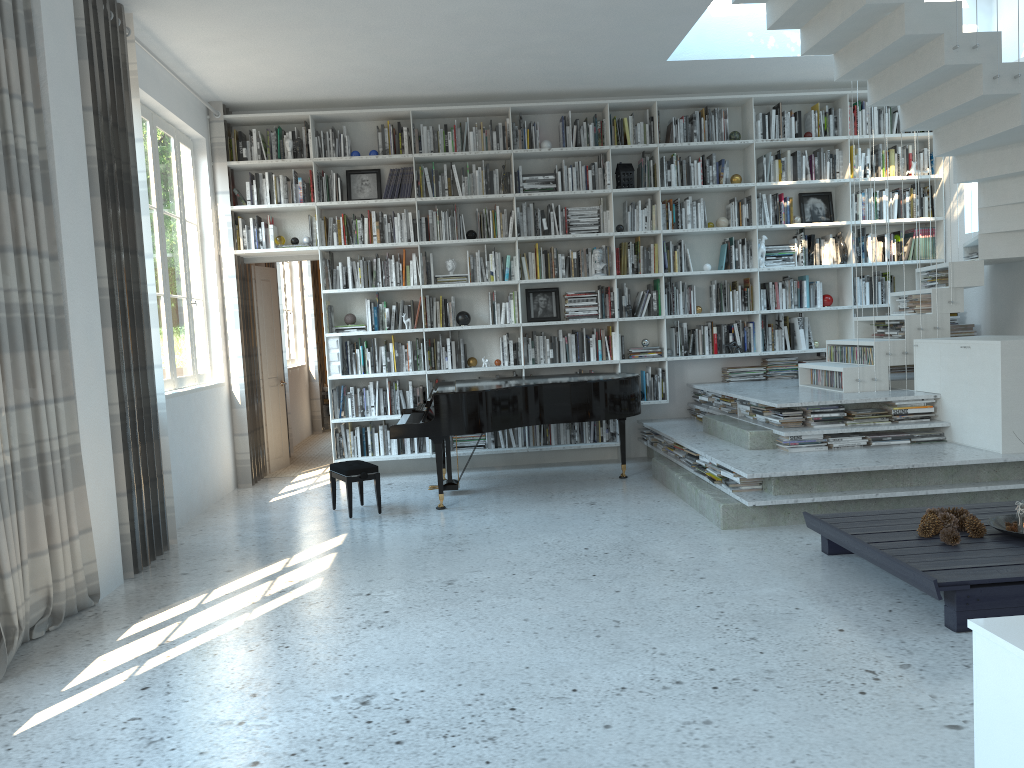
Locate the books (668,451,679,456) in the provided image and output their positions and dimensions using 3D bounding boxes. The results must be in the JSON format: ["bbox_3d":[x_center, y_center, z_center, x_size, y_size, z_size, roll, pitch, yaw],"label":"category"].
[{"bbox_3d":[1.326,0.543,6.966,0.157,0.014,0.180,-3,4,-6],"label":"books"}]

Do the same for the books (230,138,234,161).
[{"bbox_3d":[-2.381,-1.980,7.595,0.024,0.228,0.129,-3,4,-3],"label":"books"}]

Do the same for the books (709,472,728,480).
[{"bbox_3d":[1.399,0.589,5.743,0.170,0.006,0.268,-3,4,-3],"label":"books"}]

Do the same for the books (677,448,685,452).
[{"bbox_3d":[1.340,0.485,6.652,0.169,0.009,0.241,-3,4,-3],"label":"books"}]

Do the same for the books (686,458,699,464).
[{"bbox_3d":[1.354,0.546,6.346,0.177,0.011,0.220,-3,4,-1],"label":"books"}]

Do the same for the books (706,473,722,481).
[{"bbox_3d":[1.384,0.596,5.743,0.191,0.006,0.275,-3,4,-1],"label":"books"}]

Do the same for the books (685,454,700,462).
[{"bbox_3d":[1.355,0.527,6.345,0.160,0.025,0.243,-4,4,-8],"label":"books"}]

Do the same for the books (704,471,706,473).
[{"bbox_3d":[1.380,0.582,6.044,0.159,0.009,0.275,-3,4,0],"label":"books"}]

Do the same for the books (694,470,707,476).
[{"bbox_3d":[1.363,0.603,6.044,0.193,0.005,0.224,-4,4,-7],"label":"books"}]

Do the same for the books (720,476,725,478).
[{"bbox_3d":[1.407,0.579,5.743,0.154,0.014,0.196,-3,4,-3],"label":"books"}]

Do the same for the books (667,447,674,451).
[{"bbox_3d":[1.325,0.510,6.964,0.165,0.012,0.204,-3,4,-3],"label":"books"}]

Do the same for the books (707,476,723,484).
[{"bbox_3d":[1.381,0.616,5.744,0.191,0.016,0.208,-3,4,2],"label":"books"}]

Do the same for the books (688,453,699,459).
[{"bbox_3d":[1.365,0.506,6.344,0.142,0.017,0.239,-4,4,-7],"label":"books"}]

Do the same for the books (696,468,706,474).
[{"bbox_3d":[1.378,0.589,6.044,0.171,0.005,0.297,-3,4,-4],"label":"books"}]

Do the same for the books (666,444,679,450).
[{"bbox_3d":[1.319,0.491,6.962,0.159,0.011,0.246,-4,4,-7],"label":"books"}]

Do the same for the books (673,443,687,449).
[{"bbox_3d":[1.328,0.461,6.649,0.179,0.012,0.249,-3,4,-6],"label":"books"}]

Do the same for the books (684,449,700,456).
[{"bbox_3d":[1.350,0.483,6.341,0.170,0.014,0.280,-3,4,-6],"label":"books"}]

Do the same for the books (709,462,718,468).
[{"bbox_3d":[1.393,0.523,5.738,0.175,0.006,0.251,-3,4,-3],"label":"books"}]

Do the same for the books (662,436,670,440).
[{"bbox_3d":[1.299,0.420,6.956,0.193,0.005,0.224,-4,4,-7],"label":"books"}]

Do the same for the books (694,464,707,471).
[{"bbox_3d":[1.367,0.564,6.041,0.189,0.013,0.215,-3,4,-5],"label":"books"}]

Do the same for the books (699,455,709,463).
[{"bbox_3d":[1.382,0.510,6.039,0.141,0.028,0.222,-4,4,-8],"label":"books"}]

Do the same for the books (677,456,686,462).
[{"bbox_3d":[1.337,0.556,6.657,0.161,0.008,0.254,-3,4,2],"label":"books"}]

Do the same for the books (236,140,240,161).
[{"bbox_3d":[-2.318,-1.966,7.584,0.024,0.195,0.167,-3,4,-3],"label":"books"}]

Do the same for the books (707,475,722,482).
[{"bbox_3d":[1.391,0.603,5.744,0.178,0.009,0.276,-3,4,-5],"label":"books"}]

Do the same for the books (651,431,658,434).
[{"bbox_3d":[1.292,0.415,7.577,0.126,0.005,0.290,-4,4,-8],"label":"books"}]

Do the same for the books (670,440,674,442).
[{"bbox_3d":[1.314,0.427,6.957,0.174,0.011,0.227,-3,4,-4],"label":"books"}]

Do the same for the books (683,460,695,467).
[{"bbox_3d":[1.345,0.564,6.347,0.189,0.009,0.290,-3,4,0],"label":"books"}]

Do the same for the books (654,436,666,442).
[{"bbox_3d":[1.291,0.445,7.270,0.180,0.015,0.294,-3,4,-5],"label":"books"}]

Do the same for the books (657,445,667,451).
[{"bbox_3d":[1.295,0.519,7.275,0.177,0.026,0.230,-3,4,0],"label":"books"}]

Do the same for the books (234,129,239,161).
[{"bbox_3d":[-2.339,-2.010,7.576,0.014,0.286,0.175,-3,4,-3],"label":"books"}]

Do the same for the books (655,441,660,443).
[{"bbox_3d":[1.288,0.478,7.581,0.147,0.012,0.206,-4,4,-8],"label":"books"}]

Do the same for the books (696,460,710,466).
[{"bbox_3d":[1.369,0.533,6.039,0.180,0.017,0.182,-3,4,-6],"label":"books"}]

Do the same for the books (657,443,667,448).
[{"bbox_3d":[1.301,0.498,7.274,0.172,0.014,0.220,-3,4,-2],"label":"books"}]

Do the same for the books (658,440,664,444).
[{"bbox_3d":[1.295,0.463,7.271,0.171,0.020,0.193,-3,4,1],"label":"books"}]

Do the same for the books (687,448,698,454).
[{"bbox_3d":[1.364,0.471,6.341,0.157,0.007,0.268,-3,4,-3],"label":"books"}]

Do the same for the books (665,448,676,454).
[{"bbox_3d":[1.321,0.522,6.964,0.159,0.012,0.292,-3,4,-6],"label":"books"}]

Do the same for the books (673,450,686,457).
[{"bbox_3d":[1.333,0.518,6.654,0.182,0.013,0.287,-3,4,-2],"label":"books"}]

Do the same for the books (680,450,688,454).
[{"bbox_3d":[1.345,0.494,6.653,0.155,0.009,0.297,-3,4,-2],"label":"books"}]

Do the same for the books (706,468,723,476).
[{"bbox_3d":[1.385,0.566,5.741,0.191,0.015,0.246,-3,4,-2],"label":"books"}]

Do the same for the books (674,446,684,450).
[{"bbox_3d":[1.331,0.474,6.650,0.165,0.014,0.235,-4,4,-8],"label":"books"}]

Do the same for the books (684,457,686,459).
[{"bbox_3d":[1.359,0.549,6.658,0.128,0.005,0.295,-3,4,-1],"label":"books"}]

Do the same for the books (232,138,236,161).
[{"bbox_3d":[-2.357,-1.978,7.587,0.023,0.223,0.150,-3,4,-3],"label":"books"}]

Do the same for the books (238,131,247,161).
[{"bbox_3d":[-2.295,-2.004,7.577,0.025,0.269,0.177,-3,4,-3],"label":"books"}]

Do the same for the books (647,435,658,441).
[{"bbox_3d":[1.267,0.460,7.578,0.191,0.028,0.212,-3,4,1],"label":"books"}]

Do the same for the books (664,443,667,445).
[{"bbox_3d":[1.312,0.478,7.273,0.147,0.012,0.206,-3,4,-2],"label":"books"}]

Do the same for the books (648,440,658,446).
[{"bbox_3d":[1.278,0.500,7.582,0.189,0.030,0.237,-3,4,-3],"label":"books"}]

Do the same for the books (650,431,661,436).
[{"bbox_3d":[1.283,0.422,7.577,0.160,0.009,0.291,-3,4,-1],"label":"books"}]

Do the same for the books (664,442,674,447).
[{"bbox_3d":[1.313,0.468,6.960,0.169,0.009,0.241,-4,4,-7],"label":"books"}]

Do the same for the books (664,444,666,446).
[{"bbox_3d":[1.314,0.487,7.274,0.149,0.007,0.300,-3,4,-3],"label":"books"}]

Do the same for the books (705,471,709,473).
[{"bbox_3d":[1.373,0.574,6.043,0.180,0.008,0.267,-3,4,-4],"label":"books"}]

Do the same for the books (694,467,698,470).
[{"bbox_3d":[1.367,0.580,6.349,0.142,0.012,0.291,-3,4,1],"label":"books"}]

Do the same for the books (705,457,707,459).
[{"bbox_3d":[1.379,0.489,6.037,0.139,0.013,0.288,-3,4,2],"label":"books"}]

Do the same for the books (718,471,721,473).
[{"bbox_3d":[1.398,0.556,5.741,0.150,0.004,0.290,-3,4,1],"label":"books"}]

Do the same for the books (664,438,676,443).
[{"bbox_3d":[1.312,0.441,6.958,0.171,0.015,0.252,-3,4,-6],"label":"books"}]

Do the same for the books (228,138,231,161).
[{"bbox_3d":[-2.398,-1.973,7.573,0.014,0.219,0.188,-3,4,-3],"label":"books"}]

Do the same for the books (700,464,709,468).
[{"bbox_3d":[1.372,0.544,6.040,0.171,0.007,0.260,-3,4,0],"label":"books"}]

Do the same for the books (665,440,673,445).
[{"bbox_3d":[1.305,0.456,6.959,0.182,0.016,0.198,-3,4,2],"label":"books"}]

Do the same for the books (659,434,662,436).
[{"bbox_3d":[1.300,0.416,7.268,0.159,0.006,0.285,-3,4,-1],"label":"books"}]

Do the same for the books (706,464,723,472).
[{"bbox_3d":[1.386,0.541,5.739,0.168,0.013,0.281,-4,4,-8],"label":"books"}]
